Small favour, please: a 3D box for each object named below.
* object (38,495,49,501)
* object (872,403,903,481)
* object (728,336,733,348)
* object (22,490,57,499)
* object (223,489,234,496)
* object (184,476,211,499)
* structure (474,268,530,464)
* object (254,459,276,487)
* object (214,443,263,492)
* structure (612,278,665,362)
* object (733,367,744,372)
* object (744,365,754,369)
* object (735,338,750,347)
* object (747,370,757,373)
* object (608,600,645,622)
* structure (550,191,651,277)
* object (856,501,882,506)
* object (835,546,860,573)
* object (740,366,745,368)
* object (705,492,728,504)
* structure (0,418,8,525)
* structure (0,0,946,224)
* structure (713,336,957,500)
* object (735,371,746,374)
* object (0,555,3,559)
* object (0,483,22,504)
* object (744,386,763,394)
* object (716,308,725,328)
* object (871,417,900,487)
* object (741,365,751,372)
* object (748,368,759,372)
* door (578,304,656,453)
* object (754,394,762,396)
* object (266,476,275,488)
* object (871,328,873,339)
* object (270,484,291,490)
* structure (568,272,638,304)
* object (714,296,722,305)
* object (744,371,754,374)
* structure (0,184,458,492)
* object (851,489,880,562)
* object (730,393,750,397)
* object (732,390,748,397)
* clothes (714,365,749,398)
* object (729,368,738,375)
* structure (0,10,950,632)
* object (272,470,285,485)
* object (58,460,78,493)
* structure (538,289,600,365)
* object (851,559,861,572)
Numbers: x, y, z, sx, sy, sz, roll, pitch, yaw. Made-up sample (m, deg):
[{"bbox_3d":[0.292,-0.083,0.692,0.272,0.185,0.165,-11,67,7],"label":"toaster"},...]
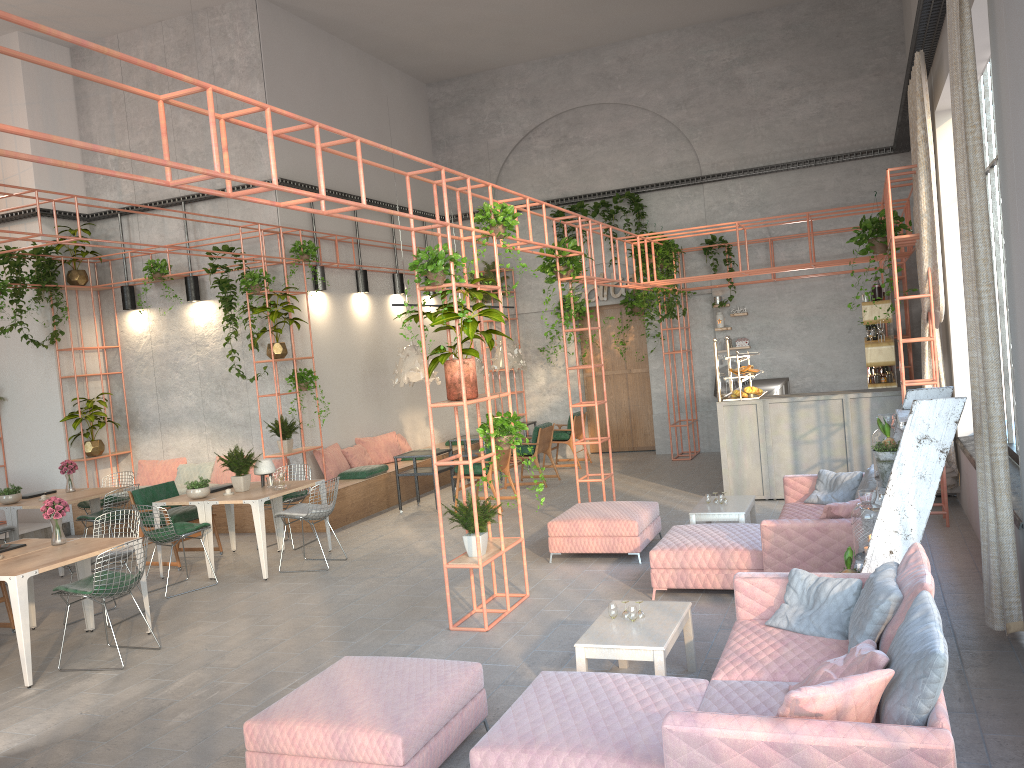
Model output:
[{"bbox_3d":[-5.587,1.354,10.577,0.115,0.078,0.115,-4,3,28],"label":"object"},{"bbox_3d":[2.513,0.383,5.907,0.216,0.500,0.216,-7,3,-36],"label":"object"},{"bbox_3d":[3.716,-0.721,15.145,0.081,0.204,0.081,-4,3,22],"label":"object"},{"bbox_3d":[-5.981,1.387,11.122,0.268,0.031,0.427,-4,3,22],"label":"object"},{"bbox_3d":[-3.057,1.161,9.558,0.115,0.078,0.115,-4,3,28],"label":"object"},{"bbox_3d":[-3.369,1.104,9.509,0.248,0.247,0.254,-4,3,22],"label":"object"},{"bbox_3d":[-0.175,-0.324,16.565,0.630,3.597,0.430,-4,3,22],"label":"structure"},{"bbox_3d":[-2.780,1.004,9.982,0.241,0.313,0.241,-6,3,-23],"label":"object"},{"bbox_3d":[-3.005,0.918,9.732,0.438,0.527,0.368,-4,3,22],"label":"object"},{"bbox_3d":[2.278,-1.172,15.883,0.950,1.527,0.921,-4,3,20],"label":"structure"},{"bbox_3d":[2.858,-0.180,11.191,0.138,0.050,0.093,-3,3,38],"label":"object"},{"bbox_3d":[3.016,-0.200,11.333,0.149,0.081,0.088,-5,2,7],"label":"object"},{"bbox_3d":[3.918,-0.704,15.067,0.219,0.149,0.129,-4,3,22],"label":"object"},{"bbox_3d":[3.026,-0.162,11.175,0.132,0.051,0.099,-4,3,20],"label":"object"},{"bbox_3d":[0.694,1.394,5.358,0.199,0.145,0.156,-4,3,37],"label":"object"},{"bbox_3d":[1.509,-2.577,15.859,1.939,1.514,0.856,-5,2,16],"label":"structure"},{"bbox_3d":[2.392,0.938,5.838,0.223,0.297,0.223,-3,3,41],"label":"object"},{"bbox_3d":[2.184,1.290,5.719,0.225,0.464,0.236,-5,2,0],"label":"object"},{"bbox_3d":[2.946,-0.186,11.376,0.135,0.090,0.084,-5,2,19],"label":"object"},{"bbox_3d":[1.994,1.137,8.635,0.199,0.145,0.156,-4,3,37],"label":"object"},{"bbox_3d":[-8.105,0.343,13.303,0.624,3.596,0.424,-4,3,22],"label":"structure"},{"bbox_3d":[-3.480,-2.640,9.857,15.603,0.110,15.203,-4,3,22],"label":"structure"},{"bbox_3d":[4.470,0.208,12.306,2.579,2.022,4.057,-4,3,22],"label":"structure"},{"bbox_3d":[2.889,-0.150,11.233,0.146,0.064,0.101,-5,2,17],"label":"object"},{"bbox_3d":[-4.158,1.385,7.132,0.115,0.073,0.115,-5,2,16],"label":"object"},{"bbox_3d":[-5.981,1.303,10.560,0.248,0.247,0.254,-4,3,22],"label":"object"},{"bbox_3d":[3.050,0.080,11.207,0.240,0.104,0.073,-5,2,3],"label":"object"},{"bbox_3d":[3.557,-1.126,15.173,0.136,0.336,0.145,-4,3,36],"label":"object"},{"bbox_3d":[2.417,0.425,5.669,0.212,0.457,0.217,-3,3,39],"label":"object"},{"bbox_3d":[2.944,-0.194,11.153,0.142,0.087,0.094,-4,3,30],"label":"object"},{"bbox_3d":[3.029,-0.172,11.143,0.152,0.058,0.095,-5,2,12],"label":"object"},{"bbox_3d":[2.068,-0.124,16.720,1.360,2.729,0.551,-4,3,22],"label":"door"},{"bbox_3d":[3.077,0.097,11.292,0.232,0.110,0.090,-3,3,42],"label":"object"},{"bbox_3d":[-2.666,1.086,9.798,0.095,0.119,0.095,-8,3,-44],"label":"object"},{"bbox_3d":[5.304,-0.751,13.153,0.083,0.159,0.083,-4,3,31],"label":"object"},{"bbox_3d":[-2.506,1.118,9.615,0.218,0.041,0.218,-4,3,30],"label":"object"},{"bbox_3d":[1.621,-1.750,15.994,1.312,0.505,0.063,-4,3,22],"label":"structure"},{"bbox_3d":[3.521,-1.427,15.156,0.133,0.145,0.133,-6,2,-16],"label":"object"},{"bbox_3d":[2.990,-0.151,11.203,0.151,0.052,0.097,-4,3,24],"label":"object"},{"bbox_3d":[-4.696,-0.320,12.544,4.501,4.345,14.096,-4,3,21],"label":"structure"},{"bbox_3d":[2.269,0.891,5.628,0.219,0.430,0.216,-5,2,15],"label":"object"},{"bbox_3d":[2.920,0.134,11.358,0.243,0.062,0.091,-5,2,15],"label":"object"},{"bbox_3d":[2.902,0.121,11.278,0.089,0.095,0.237,-7,3,-34],"label":"object"},{"bbox_3d":[3.788,0.136,15.168,0.625,0.997,0.366,-5,2,2],"label":"clothes"},{"bbox_3d":[2.817,-0.158,11.270,0.111,0.092,0.098,-4,3,21],"label":"object"},{"bbox_3d":[1.755,-0.182,8.278,4.157,4.247,14.689,-4,3,22],"label":"structure"},{"bbox_3d":[-2.620,1.060,10.009,0.165,0.154,0.210,-5,2,12],"label":"object"},{"bbox_3d":[-5.574,1.156,11.157,0.213,0.414,0.225,-5,2,14],"label":"object"},{"bbox_3d":[1.039,-1.096,16.335,0.950,1.527,0.921,-7,3,-35],"label":"structure"},{"bbox_3d":[2.308,1.344,5.940,0.208,0.320,0.192,-4,3,28],"label":"object"}]
